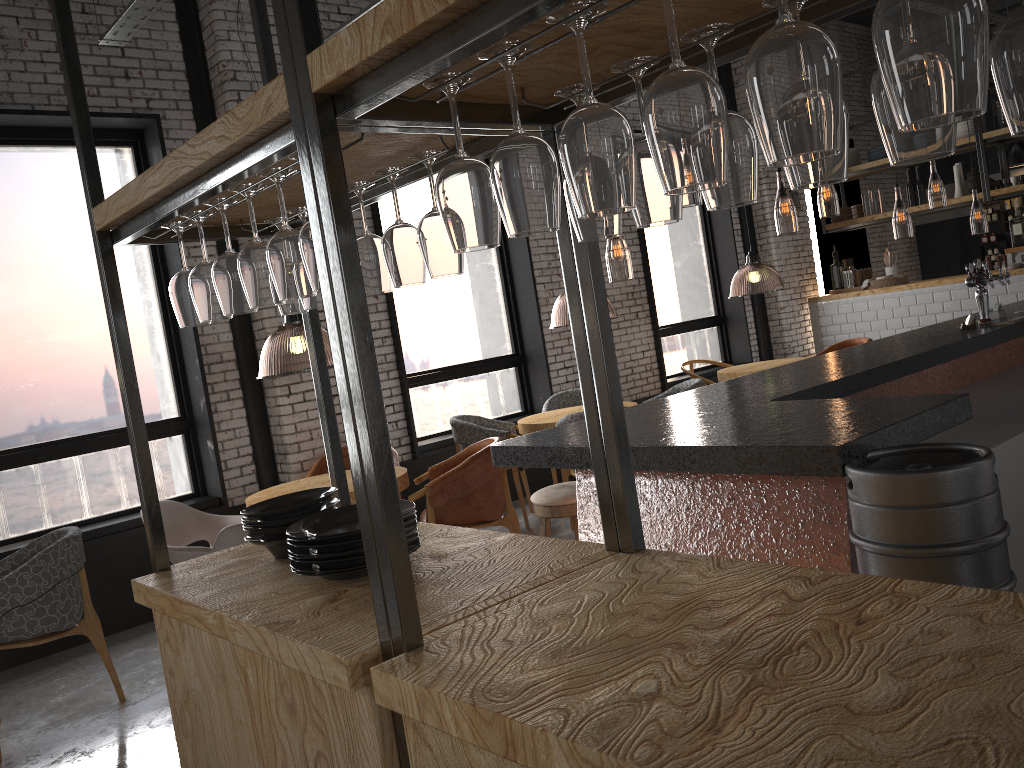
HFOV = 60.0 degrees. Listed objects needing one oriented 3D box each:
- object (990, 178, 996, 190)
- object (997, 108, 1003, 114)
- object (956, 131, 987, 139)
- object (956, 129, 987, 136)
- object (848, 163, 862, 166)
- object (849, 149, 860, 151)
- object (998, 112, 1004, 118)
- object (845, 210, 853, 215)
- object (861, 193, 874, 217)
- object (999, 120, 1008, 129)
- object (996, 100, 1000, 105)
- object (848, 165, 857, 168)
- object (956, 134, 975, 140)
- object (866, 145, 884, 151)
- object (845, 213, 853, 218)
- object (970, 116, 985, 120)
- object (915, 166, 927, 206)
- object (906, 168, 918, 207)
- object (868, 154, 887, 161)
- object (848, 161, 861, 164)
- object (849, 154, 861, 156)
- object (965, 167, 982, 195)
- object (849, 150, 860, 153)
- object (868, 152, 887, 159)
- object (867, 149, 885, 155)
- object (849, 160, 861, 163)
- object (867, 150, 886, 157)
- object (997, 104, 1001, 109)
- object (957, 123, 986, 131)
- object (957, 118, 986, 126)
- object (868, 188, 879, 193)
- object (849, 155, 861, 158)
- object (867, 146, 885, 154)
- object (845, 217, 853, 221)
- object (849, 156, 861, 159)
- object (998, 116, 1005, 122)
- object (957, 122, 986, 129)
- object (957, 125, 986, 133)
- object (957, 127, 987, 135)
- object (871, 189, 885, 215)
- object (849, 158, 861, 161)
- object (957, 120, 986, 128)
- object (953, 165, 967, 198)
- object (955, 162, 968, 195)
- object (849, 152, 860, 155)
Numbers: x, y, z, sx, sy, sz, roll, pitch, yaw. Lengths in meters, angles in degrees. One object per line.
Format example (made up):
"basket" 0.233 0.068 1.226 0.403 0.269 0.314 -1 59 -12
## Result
"object" 5.180 -2.185 9.691 0.203 0.212 0.203 -9 3 -3
"object" 5.205 -2.848 9.297 0.196 0.100 0.197 -8 4 15
"object" 4.965 -2.683 9.609 0.334 0.045 0.335 -7 4 30
"object" 4.961 -2.701 9.607 0.334 0.037 0.335 -8 4 16
"object" 4.044 -2.608 10.699 0.335 0.042 0.335 -9 4 -2
"object" 4.017 -2.777 10.690 0.335 0.041 0.334 -13 5 -44
"object" 5.212 -2.805 9.301 0.196 0.102 0.196 -10 4 -11
"object" 4.160 -2.101 10.887 0.168 0.053 0.157 -12 5 -40
"object" 4.174 -2.096 10.367 0.152 0.264 0.106 -10 3 -13
"object" 5.226 -2.718 9.305 0.197 0.102 0.196 -11 4 -28
"object" 5.190 -2.937 9.296 0.197 0.105 0.196 -10 4 -19
"object" 4.047 -2.588 10.699 0.335 0.033 0.335 -9 4 -2
"object" 4.968 -2.663 9.609 0.335 0.033 0.335 -9 4 -2
"object" 4.358 -2.753 10.296 0.454 0.050 0.454 -11 4 -27
"object" 4.165 -2.065 10.889 0.168 0.053 0.157 -12 5 -40
"object" 4.941 -2.832 9.602 0.334 0.044 0.335 -8 4 20
"object" 4.708 -2.276 10.232 0.098 0.470 0.098 -8 3 27
"object" 4.639 -2.270 10.314 0.098 0.470 0.098 -8 3 27
"object" 4.378 -2.637 10.302 0.455 0.043 0.453 -12 5 -37
"object" 4.040 -2.627 10.697 0.334 0.039 0.335 -6 5 37
"object" 4.026 -2.719 10.692 0.335 0.038 0.334 -10 4 -20
"object" 5.001 -2.198 9.584 0.196 0.305 0.196 -9 3 -3
"object" 4.019 -2.758 10.691 0.334 0.040 0.335 -6 5 40
"object" 4.374 -2.660 10.301 0.453 0.044 0.455 -5 5 45
"object" 4.366 -2.706 10.298 0.455 0.043 0.454 -12 5 -35
"object" 4.038 -2.647 10.697 0.334 0.044 0.335 -8 4 16
"object" 4.371 -2.683 10.300 0.453 0.038 0.455 -7 4 27
"object" 5.199 -2.893 9.290 0.196 0.107 0.196 -10 4 -12
"object" 4.952 -2.759 9.605 0.334 0.040 0.335 -9 4 4
"object" 4.944 -2.813 9.603 0.334 0.041 0.335 -8 4 19
"object" 4.343 -2.161 10.547 0.179 0.313 0.126 -9 3 -8
"object" 4.029 -2.701 10.695 0.335 0.043 0.335 -9 4 -1
"object" 4.362 -2.730 10.298 0.455 0.047 0.453 -13 5 -43
"object" 4.173 -2.021 10.891 0.168 0.053 0.157 -12 5 -40
"object" 4.031 -2.685 10.695 0.335 0.038 0.335 -10 4 -15
"object" 5.218 -2.762 9.304 0.196 0.104 0.197 -8 4 14
"object" 4.949 -2.774 9.605 0.335 0.039 0.334 -11 4 -32
"object" 4.956 -2.740 9.606 0.334 0.039 0.335 -8 4 16
"object" 4.958 -2.721 9.607 0.334 0.040 0.335 -8 4 14
"object" 4.296 -2.128 10.384 0.169 0.293 0.118 -11 3 -35
"object" 4.034 -2.666 10.695 0.334 0.042 0.335 -8 4 10
"object" 4.946 -2.794 9.604 0.334 0.042 0.335 -7 5 33
"object" 4.882 -2.212 9.699 0.127 0.360 0.132 -10 3 -15
"object" 4.969 -2.251 9.822 0.126 0.394 0.126 -9 3 0
"object" 4.023 -2.738 10.692 0.334 0.034 0.335 -7 4 26
